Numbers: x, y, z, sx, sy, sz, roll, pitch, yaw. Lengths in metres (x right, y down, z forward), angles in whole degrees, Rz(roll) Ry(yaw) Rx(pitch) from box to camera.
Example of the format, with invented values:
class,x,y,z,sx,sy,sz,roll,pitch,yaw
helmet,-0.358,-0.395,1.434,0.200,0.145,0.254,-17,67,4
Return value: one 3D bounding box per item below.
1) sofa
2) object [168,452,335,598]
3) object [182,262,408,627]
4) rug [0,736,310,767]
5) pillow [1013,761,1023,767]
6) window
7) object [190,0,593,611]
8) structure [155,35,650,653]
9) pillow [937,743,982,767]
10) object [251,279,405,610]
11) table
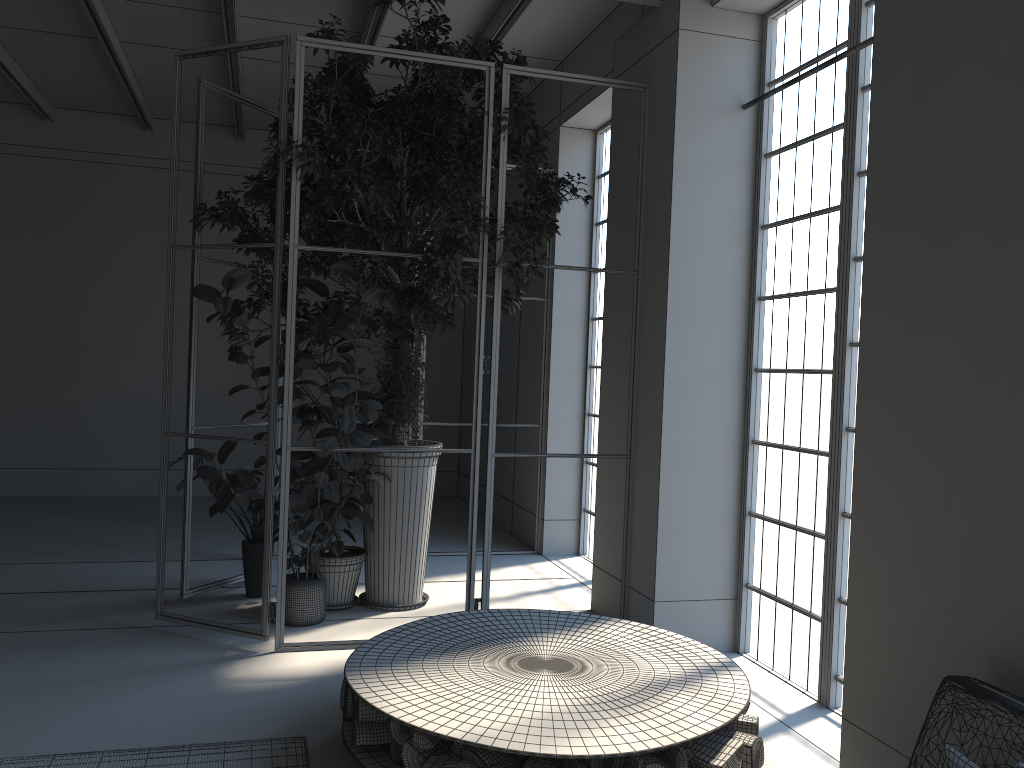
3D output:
class,x,y,z,sx,sy,sz,roll,pitch,yaw
sofa,1.298,1.290,1.148,1.206,0.734,3.193,2,1,-16
object,-1.776,0.968,6.013,1.125,1.001,0.920,2,1,-19
object,-1.281,0.408,5.347,1.253,2.183,1.309,2,1,-5
rug,-1.493,1.526,2.353,1.961,0.007,2.524,2,1,-16
pillow,1.293,1.201,2.117,0.252,0.404,0.512,2,1,-19
window,2.018,-0.218,3.191,0.070,3.834,9.755,2,1,-16
object,-0.804,-0.570,5.831,2.243,4.154,2.486,1,1,-44
structure,-0.797,-0.192,6.294,2.994,3.454,2.452,2,1,-16
pillow,1.275,1.232,2.372,0.186,0.404,0.394,2,1,-27
object,-1.265,0.389,6.003,1.270,2.157,0.868,3,1,15
table,0.143,1.377,3.788,1.709,0.387,1.708,2,1,-24
